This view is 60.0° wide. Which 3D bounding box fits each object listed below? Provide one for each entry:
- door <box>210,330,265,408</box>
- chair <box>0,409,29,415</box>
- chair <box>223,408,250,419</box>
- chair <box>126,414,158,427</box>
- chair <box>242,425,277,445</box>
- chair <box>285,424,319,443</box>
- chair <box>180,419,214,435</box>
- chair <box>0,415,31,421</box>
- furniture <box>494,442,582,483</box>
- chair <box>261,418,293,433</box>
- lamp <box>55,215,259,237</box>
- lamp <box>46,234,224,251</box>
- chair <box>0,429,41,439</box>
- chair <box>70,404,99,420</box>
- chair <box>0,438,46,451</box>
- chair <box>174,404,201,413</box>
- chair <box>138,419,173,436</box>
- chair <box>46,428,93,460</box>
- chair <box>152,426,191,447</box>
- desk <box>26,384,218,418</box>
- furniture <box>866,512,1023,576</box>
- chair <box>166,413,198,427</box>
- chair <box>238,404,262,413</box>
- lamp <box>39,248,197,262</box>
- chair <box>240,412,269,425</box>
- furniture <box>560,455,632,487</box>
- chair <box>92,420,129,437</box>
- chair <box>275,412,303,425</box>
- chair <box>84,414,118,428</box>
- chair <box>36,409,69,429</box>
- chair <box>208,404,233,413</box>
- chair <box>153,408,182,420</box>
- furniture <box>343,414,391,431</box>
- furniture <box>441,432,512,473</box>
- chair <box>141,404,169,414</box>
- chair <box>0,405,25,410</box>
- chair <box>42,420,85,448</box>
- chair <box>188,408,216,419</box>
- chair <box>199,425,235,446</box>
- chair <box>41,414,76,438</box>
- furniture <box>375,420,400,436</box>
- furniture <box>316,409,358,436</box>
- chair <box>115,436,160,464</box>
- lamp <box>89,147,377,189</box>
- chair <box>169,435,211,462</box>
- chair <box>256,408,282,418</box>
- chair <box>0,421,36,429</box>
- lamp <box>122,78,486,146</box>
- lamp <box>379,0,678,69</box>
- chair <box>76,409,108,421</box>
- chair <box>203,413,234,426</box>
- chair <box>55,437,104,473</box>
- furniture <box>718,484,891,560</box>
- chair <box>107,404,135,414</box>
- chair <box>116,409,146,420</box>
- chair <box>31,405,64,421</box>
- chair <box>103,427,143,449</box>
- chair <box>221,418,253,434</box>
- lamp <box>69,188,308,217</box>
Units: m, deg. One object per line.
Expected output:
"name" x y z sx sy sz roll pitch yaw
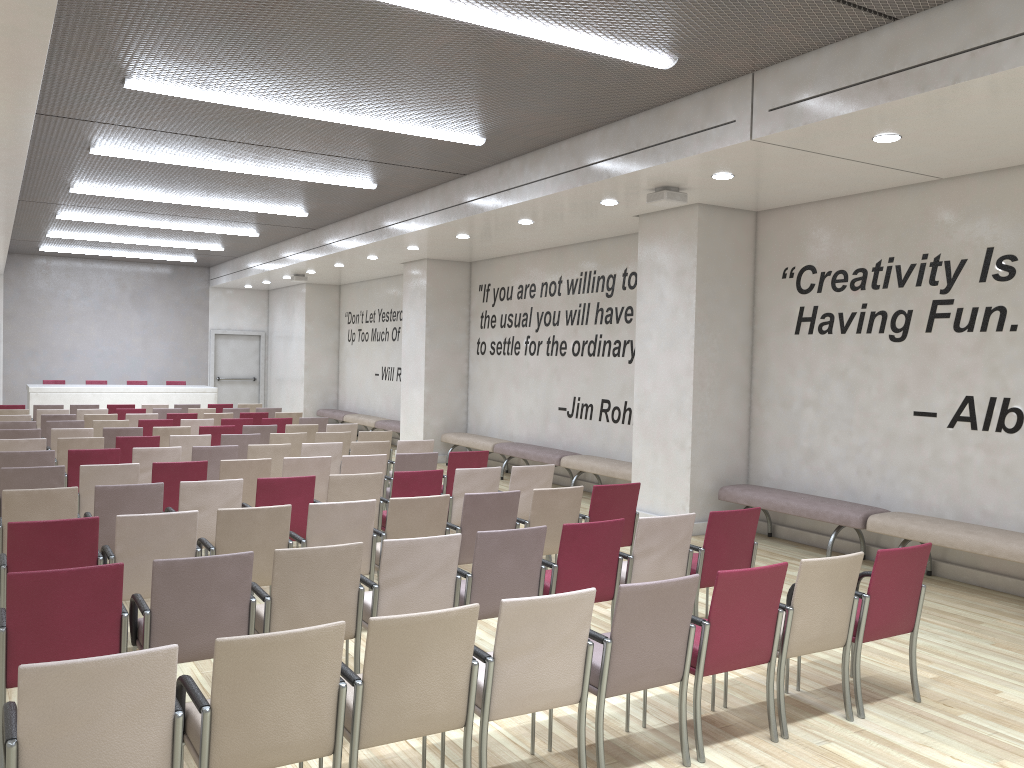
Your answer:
"door" -7.255 -0.201 23.379 1.400 2.400 0.200 0 2 -31
"chair" -7.658 0.815 13.565 0.513 0.890 0.640 0 2 -31
"chair" -4.806 0.839 15.232 0.513 0.890 0.640 0 2 -30
"chair" -5.606 0.872 13.335 0.513 0.890 0.640 0 2 -30
"chair" -3.427 0.967 11.778 0.513 0.890 0.640 0 2 -31
"chair" -2.947 0.971 12.051 0.513 0.890 0.640 0 2 -31
"chair" -4.518 0.919 12.558 0.513 0.890 0.640 0 2 -31
"chair" -7.034 0.860 12.491 0.513 0.890 0.640 0 2 -30
"furniture" 0.365 1.194 13.006 0.530 0.550 1.833 0 2 -31
"chair" -3.560 0.927 13.125 0.513 0.890 0.640 0 2 -31
"lamp" -6.077 -2.733 15.416 3.304 0.045 0.198 0 2 -31
"lamp" -7.502 -2.834 17.832 3.304 0.045 0.198 0 2 -31
"chair" -5.783 0.948 10.391 0.513 0.890 0.640 0 2 -30
"chair" -7.341 0.779 15.183 0.513 0.890 0.640 0 2 -30
"chair" -5.162 0.993 9.321 0.513 0.890 0.640 0 2 -30
"chair" -5.914 0.790 16.008 0.513 0.890 0.640 0 2 -30
"chair" -4.988 0.915 12.290 0.513 0.890 0.640 0 2 -31
"chair" -5.306 0.953 10.655 0.513 0.890 0.640 0 2 -30
"chair" -4.353 0.960 11.215 0.513 0.890 0.640 0 2 -30
"desk" -8.411 0.566 19.190 3.652 1.042 1.456 0 2 -31
"furniture" 3.787 1.436 7.203 0.530 0.550 1.833 0 2 -31
"chair" -5.126 0.875 13.617 0.513 0.890 0.640 0 2 -32
"chair" -4.968 0.798 16.562 0.513 0.890 0.640 0 2 -30
"lamp" -8.950 -2.937 20.287 3.304 0.045 0.198 0 2 -31
"chair" -4.200 0.882 14.176 0.513 0.890 0.640 0 2 -31
"furniture" 1.306 1.260 11.409 0.530 0.550 1.833 0 2 -31
"chair" -5.464 0.912 11.998 0.513 0.890 0.640 0 2 -31
"chair" -3.726 0.886 14.453 0.513 0.890 0.640 0 2 -31
"chair" -6.094 0.867 13.060 0.513 0.890 0.640 0 2 -31
"chair" -7.179 0.820 13.835 0.513 0.890 0.640 0 2 -30
"chair" -5.429 0.794 16.296 0.513 0.890 0.640 0 2 -31
"chair" -5.755 0.831 14.675 0.513 0.890 0.640 0 2 -30
"furniture" -3.050 0.951 18.796 0.530 0.550 1.833 0 2 -31
"furniture" -0.579 1.127 14.605 0.530 0.550 1.833 0 2 -31
"chair" -6.381 0.786 15.743 0.513 0.890 0.640 0 2 -30
"chair" -8.286 0.771 14.610 0.513 0.890 0.640 0 2 -31
"chair" -5.930 0.908 11.722 0.513 0.890 0.640 0 2 -31
"chair" -5.295 0.834 14.960 0.513 0.890 0.640 0 2 -31
"chair" -3.895 0.963 11.509 0.513 0.890 0.640 0 2 -31
"chair" -6.555 0.864 12.775 0.513 0.890 0.640 0 2 -31
"furniture" -2.108 1.018 17.199 0.530 0.550 1.833 0 2 -31
"furniture" -3.993 0.884 20.395 0.530 0.550 1.833 0 2 -31
"chair" -4.211 1.001 9.878 0.513 0.890 0.640 0 2 -31
"lamp" -3.183 -2.527 10.507 3.304 0.045 0.198 0 2 -31
"chair" -3.748 1.004 10.166 0.513 0.890 0.640 0 2 -31
"chair" -4.332 0.842 15.509 0.513 0.890 0.640 0 2 -30
"chair" -6.411 0.904 11.445 0.513 0.890 0.640 0 2 -31
"lamp" -1.729 -2.424 8.042 3.304 0.045 0.198 0 2 -31
"lamp" -0.283 -2.321 5.590 3.304 0.045 0.198 0 2 -31
"chair" -6.715 0.823 14.123 0.513 0.890 0.640 0 2 -31
"chair" -4.670 0.879 13.898 0.513 0.890 0.640 0 2 -31
"chair" -4.693 0.997 9.596 0.513 0.890 0.640 0 2 -31
"furniture" 2.843 1.370 8.803 0.530 0.550 1.833 0 2 -31
"chair" -6.858 0.783 15.458 0.513 0.890 0.640 0 2 -31
"chair" -6.235 0.827 14.410 0.513 0.890 0.640 0 2 -30
"chair" -7.803 0.775 14.897 0.513 0.890 0.640 0 2 -30
"chair" -4.833 0.956 10.935 0.513 0.890 0.640 0 2 -30
"chair" -4.045 0.923 12.828 0.513 0.890 0.640 0 2 -30
"lamp" -4.614 -2.629 12.935 3.304 0.045 0.198 0 2 -31
